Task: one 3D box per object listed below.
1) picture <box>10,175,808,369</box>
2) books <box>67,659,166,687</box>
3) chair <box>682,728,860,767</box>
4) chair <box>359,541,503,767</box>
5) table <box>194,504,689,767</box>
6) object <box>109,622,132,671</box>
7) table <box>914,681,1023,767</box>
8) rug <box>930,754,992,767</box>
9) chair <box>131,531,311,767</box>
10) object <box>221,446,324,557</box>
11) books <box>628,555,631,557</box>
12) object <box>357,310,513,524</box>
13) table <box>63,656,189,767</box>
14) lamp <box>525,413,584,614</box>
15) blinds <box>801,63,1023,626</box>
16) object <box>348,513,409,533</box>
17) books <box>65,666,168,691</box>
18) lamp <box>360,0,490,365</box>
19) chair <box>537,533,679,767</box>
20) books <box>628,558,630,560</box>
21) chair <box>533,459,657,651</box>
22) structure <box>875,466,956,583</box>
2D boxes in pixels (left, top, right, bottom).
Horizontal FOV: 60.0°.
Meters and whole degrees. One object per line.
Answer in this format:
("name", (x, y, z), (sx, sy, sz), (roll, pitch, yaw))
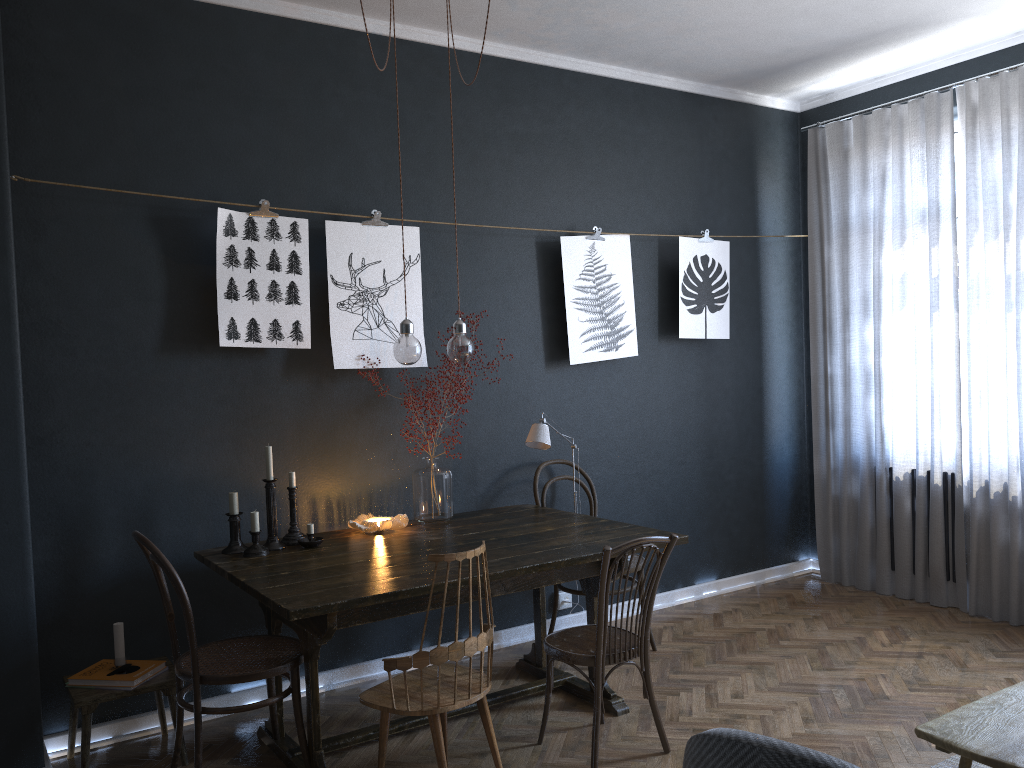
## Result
("picture", (0.074, -0.472, 4.397), (4.455, 0.771, 0.058), (-3, 2, -33))
("books", (-1.445, 1.059, 3.253), (0.262, 0.025, 0.207), (-2, 1, 10))
("chair", (0.579, 0.959, 1.578), (0.645, 0.811, 0.494), (-1, 2, 35))
("chair", (-0.246, 0.941, 2.880), (0.384, 0.857, 0.455), (0, 3, 42))
("table", (-0.274, 0.988, 3.502), (1.603, 0.728, 1.126), (-3, 2, -33))
("object", (-1.442, 0.960, 3.258), (0.074, 0.173, 0.074), (-2, 2, 12))
("table", (1.332, 1.051, 2.139), (0.787, 0.550, 0.339), (-3, 2, -33))
("rug", (1.135, 1.330, 2.220), (2.010, 0.013, 1.003), (-3, 2, -33))
("chair", (-0.981, 0.927, 3.038), (0.549, 0.921, 0.438), (-3, 2, -31))
("object", (-0.947, 0.442, 3.482), (0.368, 0.420, 0.223), (-3, 2, -32))
("books", (0.392, 0.832, 4.302), (0.304, 0.013, 0.218), (-3, 1, -21))
("object", (-0.365, 0.151, 3.968), (0.639, 0.931, 0.556), (-1, 2, 27))
("table", (-1.432, 1.242, 3.283), (0.369, 0.318, 0.364), (-3, 2, -33))
("lamp", (0.258, 0.652, 4.272), (0.242, 1.070, 0.799), (-2, 2, 11))
("blinds", (2.976, -0.180, 3.854), (0.312, 2.790, 3.992), (-4, 2, -33))
("object", (-0.566, 0.593, 3.760), (0.254, 0.072, 0.252), (-3, 2, -27))
("books", (-1.453, 1.078, 3.270), (0.272, 0.013, 0.219), (-2, 1, 13))
("lamp", (-0.174, -0.854, 2.834), (0.583, 1.575, 1.590), (-2, 2, -2))
("chair", (0.331, 0.926, 3.191), (0.363, 0.820, 0.467), (-4, 3, -33))
("books", (0.392, 0.847, 4.303), (0.304, 0.007, 0.218), (-3, 1, -21))
("chair", (0.392, 0.845, 4.349), (0.437, 0.921, 0.549), (-4, 3, -36))
("structure", (2.684, 0.771, 4.507), (0.215, 0.601, 1.846), (-4, 2, -33))
